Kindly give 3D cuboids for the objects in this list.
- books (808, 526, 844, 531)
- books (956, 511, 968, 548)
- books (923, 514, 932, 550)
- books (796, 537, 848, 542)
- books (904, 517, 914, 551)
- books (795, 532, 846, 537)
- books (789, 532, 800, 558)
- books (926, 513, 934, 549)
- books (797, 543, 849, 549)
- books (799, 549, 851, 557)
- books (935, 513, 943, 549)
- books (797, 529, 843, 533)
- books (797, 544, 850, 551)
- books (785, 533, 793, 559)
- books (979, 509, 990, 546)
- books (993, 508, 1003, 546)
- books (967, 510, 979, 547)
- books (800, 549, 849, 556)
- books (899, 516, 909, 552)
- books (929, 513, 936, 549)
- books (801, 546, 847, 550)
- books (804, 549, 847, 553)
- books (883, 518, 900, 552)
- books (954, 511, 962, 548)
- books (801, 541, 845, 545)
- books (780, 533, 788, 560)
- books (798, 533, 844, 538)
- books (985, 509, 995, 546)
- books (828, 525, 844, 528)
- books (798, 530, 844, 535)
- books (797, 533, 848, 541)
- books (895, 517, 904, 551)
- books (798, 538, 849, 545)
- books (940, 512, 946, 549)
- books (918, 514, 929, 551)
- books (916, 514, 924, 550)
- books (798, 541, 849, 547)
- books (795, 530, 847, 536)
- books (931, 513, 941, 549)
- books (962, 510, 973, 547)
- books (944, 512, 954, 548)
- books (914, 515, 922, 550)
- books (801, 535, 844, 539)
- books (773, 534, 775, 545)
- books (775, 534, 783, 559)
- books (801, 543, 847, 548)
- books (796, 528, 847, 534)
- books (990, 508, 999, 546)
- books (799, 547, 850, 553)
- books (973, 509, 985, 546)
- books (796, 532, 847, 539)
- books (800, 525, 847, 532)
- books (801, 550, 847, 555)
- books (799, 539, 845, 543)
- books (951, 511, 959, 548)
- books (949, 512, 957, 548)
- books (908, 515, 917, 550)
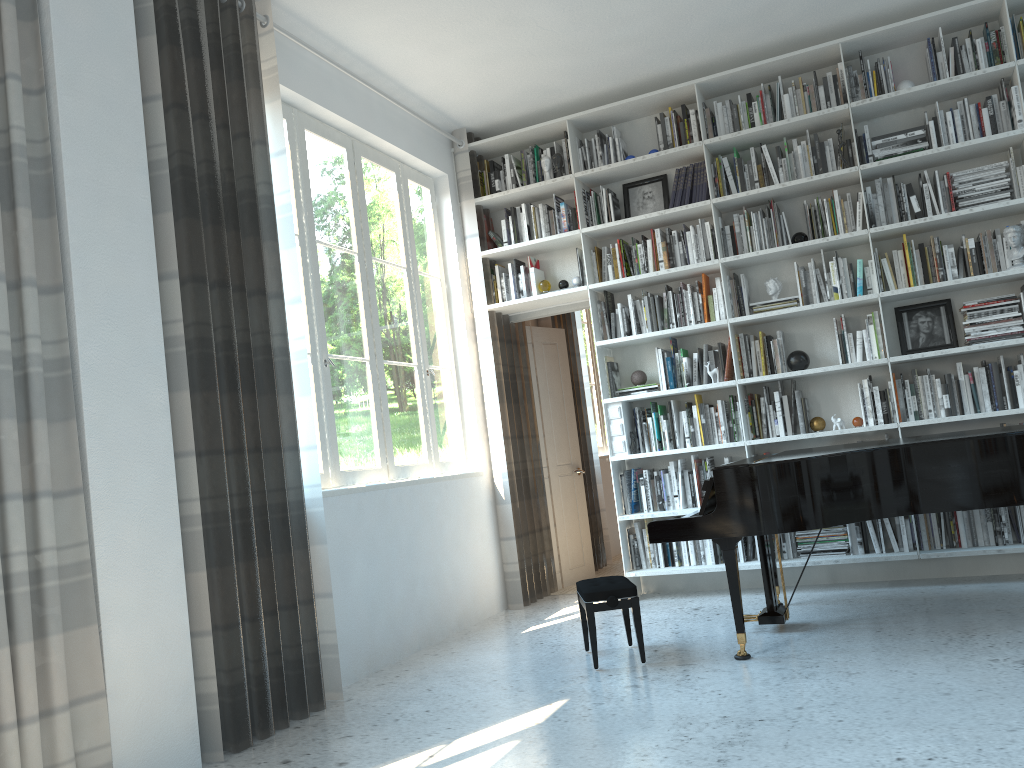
[{"bbox_3d":[1.832,0.851,5.254,0.254,0.005,0.161,-9,-5,18],"label":"books"},{"bbox_3d":[2.505,0.801,4.948,0.028,0.206,0.175,-9,-5,23],"label":"books"},{"bbox_3d":[2.343,0.780,5.022,0.014,0.300,0.184,-9,-5,23],"label":"books"},{"bbox_3d":[1.843,0.913,5.257,0.285,0.007,0.159,-9,-6,24],"label":"books"},{"bbox_3d":[2.266,0.854,5.063,0.024,0.179,0.171,-9,-5,23],"label":"books"},{"bbox_3d":[1.837,0.884,5.261,0.285,0.005,0.159,-9,-6,24],"label":"books"},{"bbox_3d":[1.688,0.896,5.326,0.027,0.282,0.129,-9,-5,23],"label":"books"},{"bbox_3d":[2.360,0.759,5.033,0.014,0.340,0.140,-9,-5,23],"label":"books"},{"bbox_3d":[1.848,0.953,5.251,0.285,0.007,0.159,-9,-6,25],"label":"books"},{"bbox_3d":[1.853,1.001,5.253,0.285,0.007,0.159,-9,-6,23],"label":"books"},{"bbox_3d":[2.400,0.753,5.008,0.012,0.337,0.144,-9,-5,23],"label":"books"},{"bbox_3d":[1.834,0.862,5.255,0.254,0.005,0.161,-10,-6,27],"label":"books"},{"bbox_3d":[1.846,0.967,5.244,0.285,0.007,0.159,-10,-6,28],"label":"books"},{"bbox_3d":[1.667,0.927,5.334,0.027,0.227,0.139,-9,-5,23],"label":"books"},{"bbox_3d":[2.613,0.758,4.924,0.028,0.260,0.132,-9,-5,23],"label":"books"},{"bbox_3d":[2.669,0.773,4.888,0.022,0.212,0.167,-9,-5,23],"label":"books"},{"bbox_3d":[2.559,0.750,4.946,0.026,0.294,0.155,-9,-5,23],"label":"books"},{"bbox_3d":[1.849,0.994,5.245,0.254,0.007,0.161,-10,-6,27],"label":"books"},{"bbox_3d":[2.232,0.817,5.060,0.024,0.259,0.189,-9,-5,23],"label":"books"},{"bbox_3d":[2.381,0.798,5.037,0.010,0.258,0.131,-9,-5,23],"label":"books"},{"bbox_3d":[1.847,0.960,5.247,0.254,0.007,0.161,-9,-5,19],"label":"books"},{"bbox_3d":[1.850,0.981,5.252,0.254,0.007,0.161,-9,-6,24],"label":"books"},{"bbox_3d":[2.172,0.821,5.106,0.074,0.275,0.181,-9,-5,23],"label":"books"},{"bbox_3d":[2.494,0.781,4.980,0.012,0.255,0.150,-9,-5,23],"label":"books"},{"bbox_3d":[1.845,0.933,5.255,0.254,0.007,0.161,-9,-6,24],"label":"books"},{"bbox_3d":[1.641,0.928,5.336,0.023,0.231,0.164,-9,-5,23],"label":"books"},{"bbox_3d":[1.837,0.889,5.260,0.254,0.005,0.161,-9,-6,22],"label":"books"},{"bbox_3d":[2.640,0.783,4.910,0.024,0.203,0.144,-9,-5,23],"label":"books"},{"bbox_3d":[1.836,0.846,5.264,0.254,0.005,0.161,-9,-6,23],"label":"books"},{"bbox_3d":[1.836,0.873,5.263,0.254,0.005,0.161,-9,-6,23],"label":"books"},{"bbox_3d":[1.843,0.906,5.260,0.285,0.007,0.159,-9,-6,23],"label":"books"},{"bbox_3d":[2.223,0.822,5.098,0.025,0.259,0.132,-9,-5,23],"label":"books"},{"bbox_3d":[1.841,0.926,5.247,0.285,0.007,0.159,-9,-5,18],"label":"books"},{"bbox_3d":[2.423,0.763,4.999,0.034,0.311,0.170,-9,-5,23],"label":"books"},{"bbox_3d":[2.328,0.805,5.028,0.026,0.256,0.183,-9,-5,23],"label":"books"},{"bbox_3d":[2.322,0.817,5.056,0.010,0.237,0.134,-9,-5,23],"label":"books"},{"bbox_3d":[1.843,0.940,5.248,0.285,0.007,0.159,-9,-5,19],"label":"books"},{"bbox_3d":[1.836,0.879,5.261,0.285,0.005,0.159,-9,-6,22],"label":"books"},{"bbox_3d":[2.392,0.793,5.021,0.025,0.263,0.145,-9,-5,23],"label":"books"},{"bbox_3d":[2.544,0.803,4.964,0.030,0.196,0.143,-9,-5,23],"label":"books"},{"bbox_3d":[2.456,0.791,4.995,0.022,0.246,0.144,-9,-5,23],"label":"books"},{"bbox_3d":[2.309,0.811,5.058,0.012,0.254,0.161,-9,-5,23],"label":"books"},{"bbox_3d":[1.840,0.900,5.261,0.254,0.005,0.161,-9,-6,23],"label":"books"},{"bbox_3d":[1.577,0.956,5.374,0.025,0.198,0.160,-9,-5,23],"label":"books"},{"bbox_3d":[1.610,0.957,5.351,0.053,0.184,0.148,-9,-5,23],"label":"books"},{"bbox_3d":[1.844,0.946,5.248,0.254,0.007,0.161,-9,-5,19],"label":"books"},{"bbox_3d":[1.832,0.868,5.255,0.285,0.005,0.159,-9,-5,19],"label":"books"},{"bbox_3d":[2.647,0.739,4.894,0.013,0.285,0.185,-9,-5,23],"label":"books"},{"bbox_3d":[1.846,0.974,5.246,0.285,0.007,0.159,-9,-5,19],"label":"books"},{"bbox_3d":[2.589,0.776,4.935,0.030,0.234,0.138,-9,-5,23],"label":"books"},{"bbox_3d":[1.837,0.895,5.257,0.285,0.005,0.159,-9,-6,21],"label":"books"},{"bbox_3d":[1.835,0.857,5.257,0.285,0.005,0.159,-9,-6,20],"label":"books"},{"bbox_3d":[1.851,0.988,5.254,0.254,0.007,0.161,-9,-6,23],"label":"books"},{"bbox_3d":[1.844,0.919,5.256,0.254,0.007,0.161,-9,-6,24],"label":"books"},{"bbox_3d":[2.482,0.772,4.985,0.012,0.276,0.154,-9,-5,23],"label":"books"},{"bbox_3d":[2.471,0.792,4.984,0.012,0.238,0.128,-9,-5,23],"label":"books"},{"bbox_3d":[2.290,0.823,5.074,0.021,0.237,0.115,-9,-5,23],"label":"books"}]
